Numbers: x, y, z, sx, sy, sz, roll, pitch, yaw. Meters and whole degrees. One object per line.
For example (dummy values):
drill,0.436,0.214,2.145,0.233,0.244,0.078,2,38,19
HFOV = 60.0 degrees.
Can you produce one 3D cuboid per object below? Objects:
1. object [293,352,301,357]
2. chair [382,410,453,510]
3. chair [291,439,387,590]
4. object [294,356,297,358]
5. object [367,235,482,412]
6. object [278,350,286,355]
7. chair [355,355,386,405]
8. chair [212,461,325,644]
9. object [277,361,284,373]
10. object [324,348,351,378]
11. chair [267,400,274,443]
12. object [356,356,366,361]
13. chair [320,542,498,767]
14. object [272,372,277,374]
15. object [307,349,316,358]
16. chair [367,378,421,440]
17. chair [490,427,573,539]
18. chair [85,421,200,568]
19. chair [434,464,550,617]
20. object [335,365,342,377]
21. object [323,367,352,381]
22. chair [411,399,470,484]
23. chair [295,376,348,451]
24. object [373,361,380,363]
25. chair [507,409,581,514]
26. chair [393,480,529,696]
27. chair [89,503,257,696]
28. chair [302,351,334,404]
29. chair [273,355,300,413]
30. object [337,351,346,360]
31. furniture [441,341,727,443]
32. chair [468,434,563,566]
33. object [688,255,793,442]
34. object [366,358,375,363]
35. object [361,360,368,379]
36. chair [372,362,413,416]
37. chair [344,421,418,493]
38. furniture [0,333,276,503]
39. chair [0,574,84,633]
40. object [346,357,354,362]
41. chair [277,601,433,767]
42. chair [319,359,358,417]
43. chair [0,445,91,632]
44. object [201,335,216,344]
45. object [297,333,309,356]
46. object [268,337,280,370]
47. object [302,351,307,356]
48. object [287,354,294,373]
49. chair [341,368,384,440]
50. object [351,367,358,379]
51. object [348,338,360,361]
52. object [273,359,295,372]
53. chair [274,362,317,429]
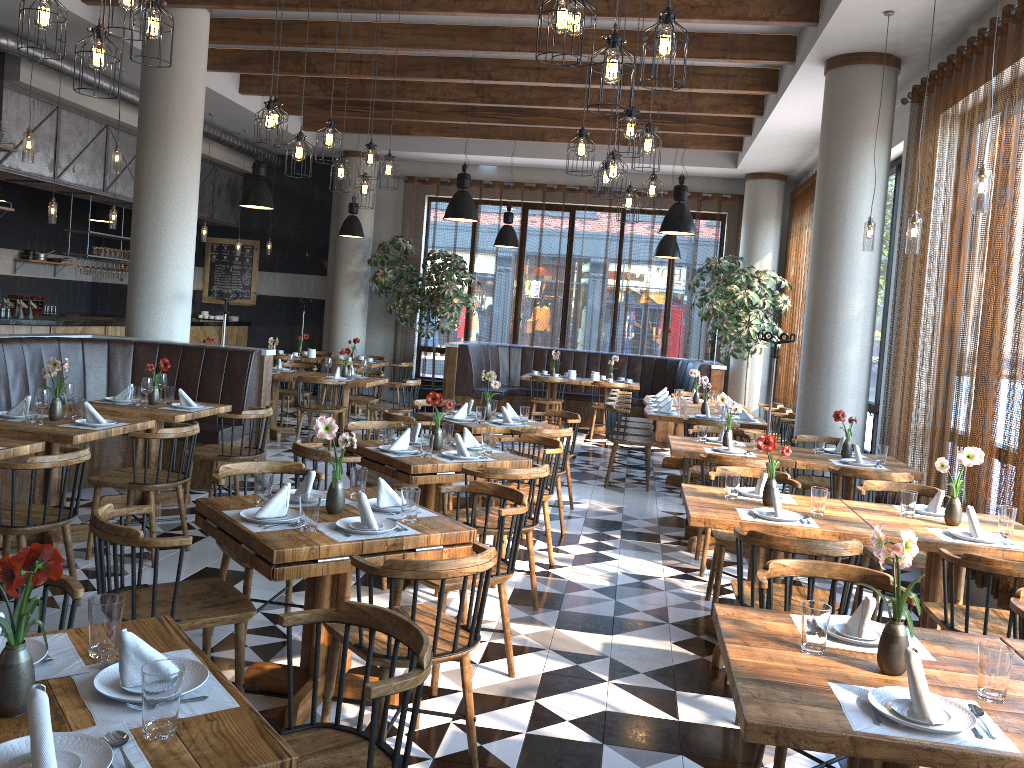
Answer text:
object,-3.217,-0.433,13.147,0.175,0.067,0.176,2,5,-30
chair,-0.749,0.632,6.876,0.549,0.816,0.521,2,3,-37
chair,-1.003,0.750,5.094,0.549,0.816,0.521,2,3,-37
object,-3.195,-0.402,13.051,0.053,0.025,0.049,3,4,-24
object,-1.464,-0.960,14.013,1.752,2.777,1.484,4,3,-11
object,-3.510,-0.477,13.428,0.175,0.067,0.176,4,4,0
chair,-2.280,-0.029,13.916,0.520,0.816,0.550,5,3,8
chair,-1.137,0.813,4.156,0.519,0.816,0.551,2,3,-37
object,-2.679,-0.198,10.231,0.080,0.132,0.080,6,3,38
object,-1.990,-0.253,10.175,0.295,0.354,0.166,5,3,13
chair,-2.917,0.250,9.669,0.520,0.816,0.550,5,3,8
object,-2.302,-0.393,13.548,0.175,0.067,0.176,1,5,-37
chair,-0.366,0.952,3.127,0.519,0.816,0.551,2,3,-37
object,-2.845,-0.200,10.056,0.352,0.137,0.272,5,4,8
object,-3.007,-0.459,13.299,0.129,0.128,0.130,2,4,-38
chair,-1.343,0.337,10.105,0.550,0.816,0.520,5,3,8
chair,0.151,0.711,6.749,0.519,0.816,0.551,2,3,-37
chair,-2.218,0.635,5.379,0.550,0.816,0.520,5,3,8
chair,-0.104,0.829,4.967,0.519,0.816,0.551,2,3,-37
object,-2.016,-0.150,10.265,0.080,0.132,0.080,7,4,43
object,-1.966,-0.123,9.932,0.352,0.137,0.272,5,4,8
chair,-0.620,0.573,7.778,0.519,0.816,0.551,2,3,-37
chair,-2.061,0.325,9.549,0.520,0.816,0.550,5,3,8
object,-2.038,-0.333,13.310,0.034,0.023,0.155,7,5,35
chair,0.280,0.652,7.651,0.549,0.816,0.521,2,3,-37
chair,-0.237,0.892,4.029,0.549,0.816,0.521,2,3,-37
chair,-1.266,0.873,3.254,0.549,0.816,0.521,2,3,-37
chair,-3.127,-0.104,14.035,0.520,0.816,0.550,5,3,8
chair,-3.311,-0.019,12.749,0.520,0.816,0.550,5,3,8
object,-2.573,-0.431,13.378,0.129,0.128,0.130,2,4,-38
furniture,1.093,0.087,13.602,4.039,1.148,1.921,5,4,8
chair,0.026,0.770,5.870,0.549,0.816,0.521,2,3,-37
object,3.058,-0.518,12.786,1.479,2.777,1.758,3,3,-34
object,-2.115,-0.351,13.201,0.175,0.067,0.176,4,4,-7
object,-1.708,-0.164,10.215,0.081,0.215,0.081,3,3,-29
chair,-1.777,0.066,13.184,0.550,0.816,0.520,5,3,8
chair,-0.874,0.691,5.997,0.519,0.816,0.551,2,3,-37
furniture,-3.613,0.390,4.998,1.918,1.148,6.599,5,4,8
chair,-1.404,0.937,2.284,0.519,0.816,0.551,2,3,-37
object,-2.402,-0.360,13.029,0.176,0.067,0.176,6,4,23
chair,-0.505,1.016,2.157,0.549,0.816,0.521,2,3,-37
chair,-2.464,0.056,12.630,0.520,0.816,0.550,5,3,8
chair,-2.374,0.707,4.288,0.550,0.816,0.520,5,3,8
object,-3.587,-0.397,10.455,0.171,0.354,0.156,2,3,-44
object,-3.166,-0.591,13.390,0.171,0.354,0.156,4,2,-6
object,-2.788,-0.347,10.313,0.146,0.399,0.207,3,3,-33
object,-3.179,-0.466,13.620,0.176,0.067,0.176,6,4,21
object,-2.586,-0.241,10.339,0.081,0.215,0.081,3,3,-29
chair,-1.873,0.238,10.864,0.520,0.816,0.550,5,3,8
object,-1.801,-0.121,10.108,0.080,0.132,0.080,6,3,38
object,-2.363,-0.518,13.243,0.156,0.354,0.171,3,3,-34
object,-2.762,-0.233,10.575,0.352,0.137,0.272,5,4,8
chair,-2.729,0.163,10.984,0.520,0.816,0.550,5,3,8
